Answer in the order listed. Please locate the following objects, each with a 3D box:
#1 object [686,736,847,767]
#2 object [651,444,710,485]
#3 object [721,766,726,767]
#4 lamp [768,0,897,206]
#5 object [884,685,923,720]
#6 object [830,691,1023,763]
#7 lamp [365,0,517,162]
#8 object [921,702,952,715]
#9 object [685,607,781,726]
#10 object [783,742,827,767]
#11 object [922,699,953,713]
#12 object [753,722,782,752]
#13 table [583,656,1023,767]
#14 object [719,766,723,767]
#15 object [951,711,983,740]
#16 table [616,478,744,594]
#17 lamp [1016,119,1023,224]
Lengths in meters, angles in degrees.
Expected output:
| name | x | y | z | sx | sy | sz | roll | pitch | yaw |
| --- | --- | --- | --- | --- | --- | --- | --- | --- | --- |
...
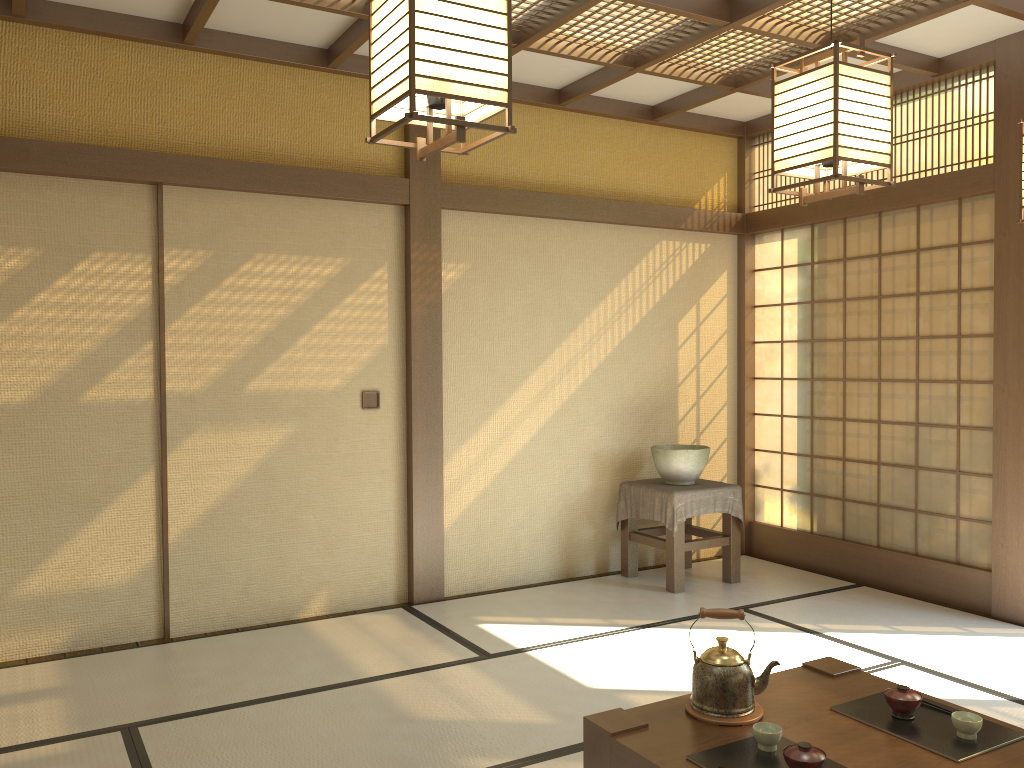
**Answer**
| name | x | y | z | sx | sy | sz | roll | pitch | yaw |
| --- | --- | --- | --- | --- | --- | --- | --- | --- | --- |
| object | 0.669 | 0.946 | 2.148 | 0.300 | 0.007 | 0.400 | -1 | 2 | -30 |
| object | 1.034 | 0.498 | 5.449 | 0.358 | 0.230 | 0.357 | 0 | 2 | 30 |
| object | 0.574 | 0.941 | 2.103 | 0.008 | 0.008 | 0.200 | -1 | 2 | -36 |
| lamp | 0.860 | -1.061 | 2.386 | 0.240 | 1.129 | 0.240 | -1 | 2 | -30 |
| object | 1.096 | 0.889 | 2.485 | 0.100 | 0.080 | 0.100 | -1 | 2 | -30 |
| object | 1.144 | 0.935 | 2.459 | 0.300 | 0.007 | 0.400 | -1 | 2 | -30 |
| lamp | -0.152 | -1.040 | 1.809 | 0.240 | 1.129 | 0.240 | -1 | 2 | -30 |
| object | 1.207 | 0.926 | 2.541 | 0.008 | 0.008 | 0.200 | -1 | 2 | -34 |
| object | 0.610 | 0.792 | 2.545 | 0.226 | 0.296 | 0.219 | -1 | 2 | -35 |
| object | 0.699 | 0.900 | 2.118 | 0.100 | 0.080 | 0.100 | -1 | 2 | -30 |
| object | 1.223 | 0.925 | 2.549 | 0.008 | 0.008 | 0.200 | -1 | 2 | -29 |
| object | 0.659 | 0.913 | 2.289 | 0.073 | 0.052 | 0.074 | 0 | 1 | 14 |
| table | 0.882 | 1.109 | 2.309 | 1.000 | 0.350 | 1.000 | -1 | 2 | -30 |
| object | 0.562 | 0.941 | 2.099 | 0.008 | 0.008 | 0.200 | -1 | 2 | -32 |
| object | 1.207 | 0.908 | 2.353 | 0.073 | 0.052 | 0.074 | 0 | 1 | 14 |
| table | 1.029 | 0.906 | 5.470 | 0.629 | 0.595 | 0.633 | -1 | 2 | -30 |
| lamp | 1.872 | -1.082 | 2.963 | 0.240 | 1.129 | 0.240 | -1 | 2 | -30 |
